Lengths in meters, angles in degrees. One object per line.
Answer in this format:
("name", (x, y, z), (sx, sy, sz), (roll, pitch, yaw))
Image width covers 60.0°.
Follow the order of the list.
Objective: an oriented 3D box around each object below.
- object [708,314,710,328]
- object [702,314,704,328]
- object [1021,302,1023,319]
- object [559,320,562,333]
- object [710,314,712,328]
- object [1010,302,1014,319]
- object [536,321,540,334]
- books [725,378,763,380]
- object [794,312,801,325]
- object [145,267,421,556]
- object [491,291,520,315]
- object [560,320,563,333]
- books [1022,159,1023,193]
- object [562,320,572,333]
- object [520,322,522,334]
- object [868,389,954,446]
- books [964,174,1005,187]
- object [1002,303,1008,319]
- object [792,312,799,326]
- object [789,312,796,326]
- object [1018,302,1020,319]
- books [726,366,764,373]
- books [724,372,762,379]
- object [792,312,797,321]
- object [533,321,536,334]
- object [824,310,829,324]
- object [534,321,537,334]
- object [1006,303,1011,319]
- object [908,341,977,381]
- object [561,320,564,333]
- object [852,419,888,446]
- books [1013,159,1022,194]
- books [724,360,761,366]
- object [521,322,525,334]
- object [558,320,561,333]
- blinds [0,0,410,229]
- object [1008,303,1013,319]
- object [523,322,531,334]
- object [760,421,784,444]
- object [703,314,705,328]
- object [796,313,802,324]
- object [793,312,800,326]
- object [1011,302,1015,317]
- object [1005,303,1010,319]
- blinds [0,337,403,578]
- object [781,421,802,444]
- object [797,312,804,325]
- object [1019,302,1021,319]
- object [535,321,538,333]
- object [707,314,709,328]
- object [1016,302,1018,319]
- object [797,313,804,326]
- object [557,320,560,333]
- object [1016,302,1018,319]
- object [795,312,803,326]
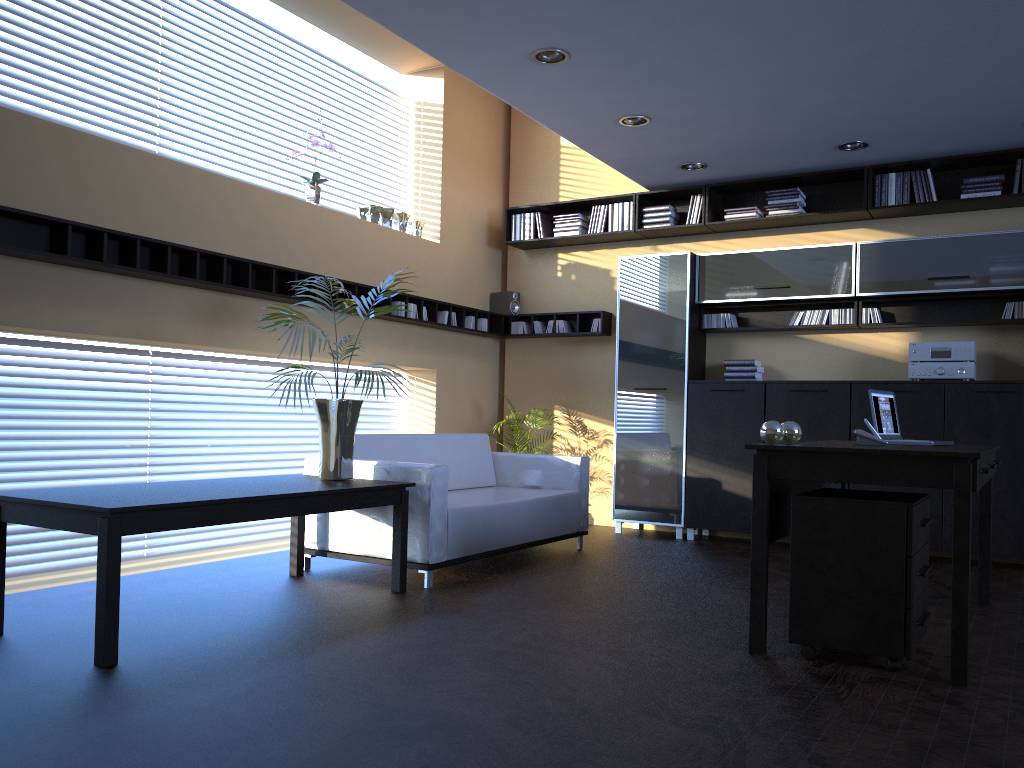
("object", (1.717, -0.532, 7.624), (0.009, 0.120, 0.142), (1, -2, 31))
("object", (1.671, -0.532, 7.646), (0.009, 0.120, 0.142), (1, -2, 31))
("object", (3.704, -0.527, 6.439), (0.009, 0.120, 0.142), (1, -2, 31))
("object", (0.487, -0.534, 8.352), (0.030, 0.120, 0.142), (1, -2, 31))
("object", (1.732, -0.532, 7.610), (0.009, 0.120, 0.142), (1, -2, 31))
("object", (3.647, -0.527, 6.462), (0.026, 0.117, 0.140), (1, -2, 31))
("object", (0.278, -0.535, 8.477), (0.030, 0.120, 0.142), (1, -2, 31))
("books", (1.936, -0.019, 7.390), (0.258, 0.050, 0.207), (0, -2, 31))
("object", (2.349, -0.527, 7.240), (0.055, 0.110, 0.140), (1, -2, 31))
("object", (-1.388, 0.221, 5.437), (1.040, 1.859, 1.896), (2, -2, -39))
("object", (-0.060, -0.780, 8.695), (0.254, 0.229, 0.159), (0, -2, 41))
("object", (0.496, -0.534, 8.347), (0.030, 0.120, 0.142), (1, -2, 31))
("books", (3.701, -1.470, 6.383), (0.050, 0.258, 0.207), (1, -1, 31))
("object", (0.518, -0.533, 8.334), (0.040, 0.118, 0.142), (1, -2, 31))
("object", (0.123, -0.536, 8.569), (0.009, 0.120, 0.142), (1, -2, 31))
("object", (2.096, 0.175, 4.649), (0.323, 0.282, 0.390), (0, -2, 41))
("books", (3.470, -1.481, 6.511), (0.258, 0.050, 0.207), (0, -2, 31))
("object", (3.612, -0.526, 6.494), (0.040, 0.118, 0.142), (1, -2, 31))
("object", (2.333, -0.527, 7.254), (0.059, 0.113, 0.142), (1, -2, 31))
("object", (2.313, -0.528, 7.260), (0.059, 0.113, 0.142), (1, -2, 30))
("object", (3.685, -0.527, 6.445), (0.009, 0.120, 0.142), (1, -2, 31))
("books", (1.947, -0.120, 7.402), (0.258, 0.050, 0.207), (0, -2, 31))
("books", (1.931, -0.070, 7.400), (0.258, 0.050, 0.207), (0, -2, 31))
("object", (2.327, -0.527, 7.264), (0.059, 0.113, 0.142), (1, -2, 31))
("object", (0.251, -0.535, 8.493), (0.030, 0.120, 0.142), (1, -2, 31))
("object", (2.541, -0.530, 7.126), (0.036, 0.116, 0.140), (1, -2, 30))
("object", (0.260, -0.535, 8.487), (0.030, 0.120, 0.142), (1, -2, 31))
("object", (3.634, -0.527, 6.481), (0.030, 0.120, 0.142), (1, -2, 31))
("object", (3.186, -0.158, 6.556), (0.430, 0.282, 0.363), (0, -2, 31))
("object", (0.505, -0.534, 8.342), (0.030, 0.120, 0.142), (1, -2, 31))
("object", (1.724, 0.230, 4.271), (0.146, 0.126, 0.130), (1, -2, 16))
("books", (3.653, -1.469, 6.408), (0.055, 0.260, 0.207), (1, -1, 31))
("books", (1.925, -0.172, 7.405), (0.258, 0.050, 0.207), (0, -2, 30))
("object", (0.132, -0.536, 8.564), (0.009, 0.120, 0.142), (1, -2, 31))
("object", (0.479, -0.534, 8.357), (0.030, 0.120, 0.142), (1, -2, 31))
("blinds", (-2.343, -2.117, 5.848), (0.039, 1.460, 5.395), (1, -2, 31))
("object", (3.643, -0.527, 6.475), (0.030, 0.120, 0.142), (1, -2, 31))
("object", (0.153, -0.534, 8.551), (0.040, 0.118, 0.142), (1, -2, 31))
("object", (1.166, 0.216, 3.972), (0.105, 0.105, 0.105), (3, -2, -40))
("object", (1.679, -0.532, 7.639), (0.009, 0.120, 0.142), (1, -2, 31))
("object", (2.360, -0.527, 7.239), (0.055, 0.110, 0.140), (1, -2, 31))
("object", (2.341, -0.527, 7.248), (0.059, 0.113, 0.142), (1, -2, 31))
("object", (3.651, -0.527, 6.469), (0.030, 0.120, 0.142), (1, -2, 31))
("object", (3.625, -0.527, 6.486), (0.030, 0.120, 0.142), (1, -2, 31))
("blinds", (-2.407, 0.458, 5.818), (0.047, 1.366, 5.395), (1, -2, 31))
("object", (1.265, 0.221, 4.040), (0.105, 0.105, 0.105), (3, -2, -40))
("object", (2.367, -0.527, 7.231), (0.055, 0.110, 0.140), (1, -2, 31))
("object", (3.688, -0.528, 6.432), (0.009, 0.120, 0.142), (1, -2, 31))
("object", (0.269, -0.535, 8.482), (0.030, 0.120, 0.142), (1, -2, 31))
("object", (1.705, -0.532, 7.624), (0.009, 0.120, 0.142), (1, -2, 31))
("object", (3.678, -0.527, 6.454), (0.009, 0.120, 0.142), (1, -2, 31))
("object", (2.370, -0.527, 7.238), (0.059, 0.113, 0.142), (1, -2, 31))
("object", (0.461, -0.535, 8.368), (0.009, 0.120, 0.142), (1, -2, 31))
("object", (3.674, -0.528, 6.448), (0.006, 0.118, 0.140), (1, -2, 31))
("object", (2.360, -0.527, 7.240), (0.059, 0.113, 0.142), (1, -2, 31))
